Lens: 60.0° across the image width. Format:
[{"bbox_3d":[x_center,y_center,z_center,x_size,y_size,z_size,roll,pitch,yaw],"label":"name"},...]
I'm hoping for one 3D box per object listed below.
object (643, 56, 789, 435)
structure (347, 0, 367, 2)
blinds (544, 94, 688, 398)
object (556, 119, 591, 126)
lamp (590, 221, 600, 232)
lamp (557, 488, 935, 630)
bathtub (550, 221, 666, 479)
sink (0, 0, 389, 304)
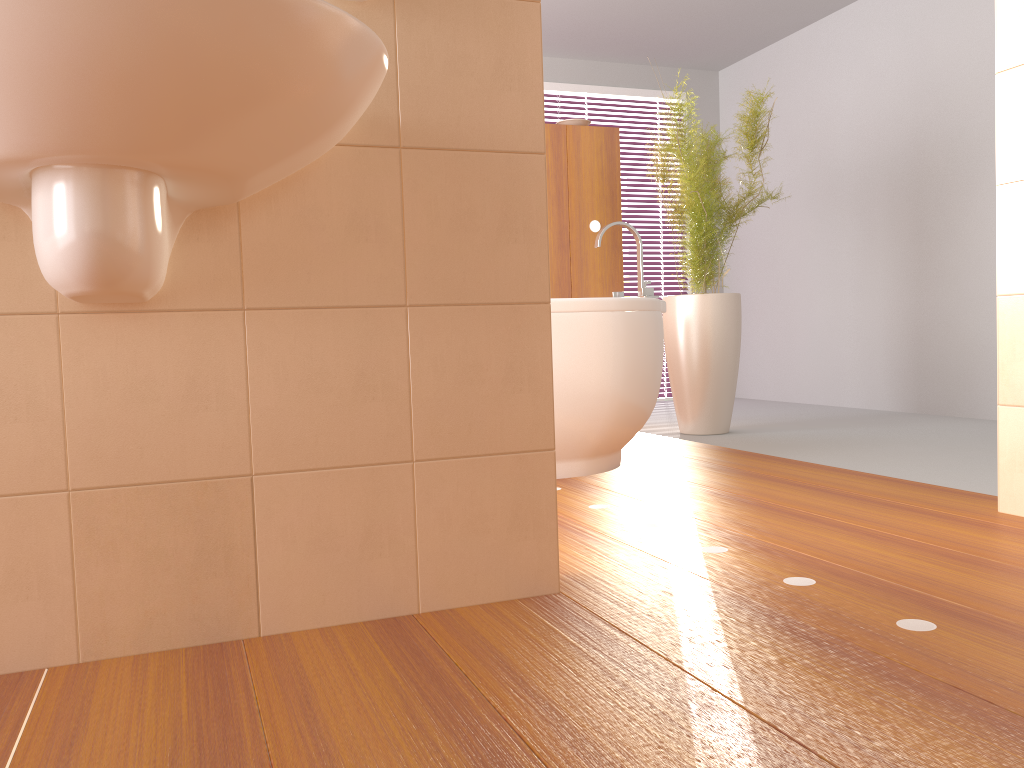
[{"bbox_3d":[0.969,-0.554,4.070,0.683,1.557,1.335,-1,3,12],"label":"object"},{"bbox_3d":[-0.255,-0.643,1.418,0.117,0.029,0.092,-3,3,-21],"label":"structure"},{"bbox_3d":[-0.991,-0.806,5.329,4.712,2.022,0.032,-3,3,-21],"label":"blinds"},{"bbox_3d":[0.300,-1.250,4.326,0.173,0.046,0.173,-3,3,-21],"label":"object"},{"bbox_3d":[-0.124,-0.726,4.043,1.169,0.052,0.001,-3,3,-21],"label":"lamp"},{"bbox_3d":[-0.832,0.457,0.865,3.173,0.001,2.893,-3,3,-21],"label":"lamp"},{"bbox_3d":[-0.295,-0.131,3.128,1.874,0.900,0.888,-3,3,-21],"label":"bathtub"},{"bbox_3d":[-0.474,-0.372,1.110,0.683,0.516,0.539,-3,3,-21],"label":"sink"}]
